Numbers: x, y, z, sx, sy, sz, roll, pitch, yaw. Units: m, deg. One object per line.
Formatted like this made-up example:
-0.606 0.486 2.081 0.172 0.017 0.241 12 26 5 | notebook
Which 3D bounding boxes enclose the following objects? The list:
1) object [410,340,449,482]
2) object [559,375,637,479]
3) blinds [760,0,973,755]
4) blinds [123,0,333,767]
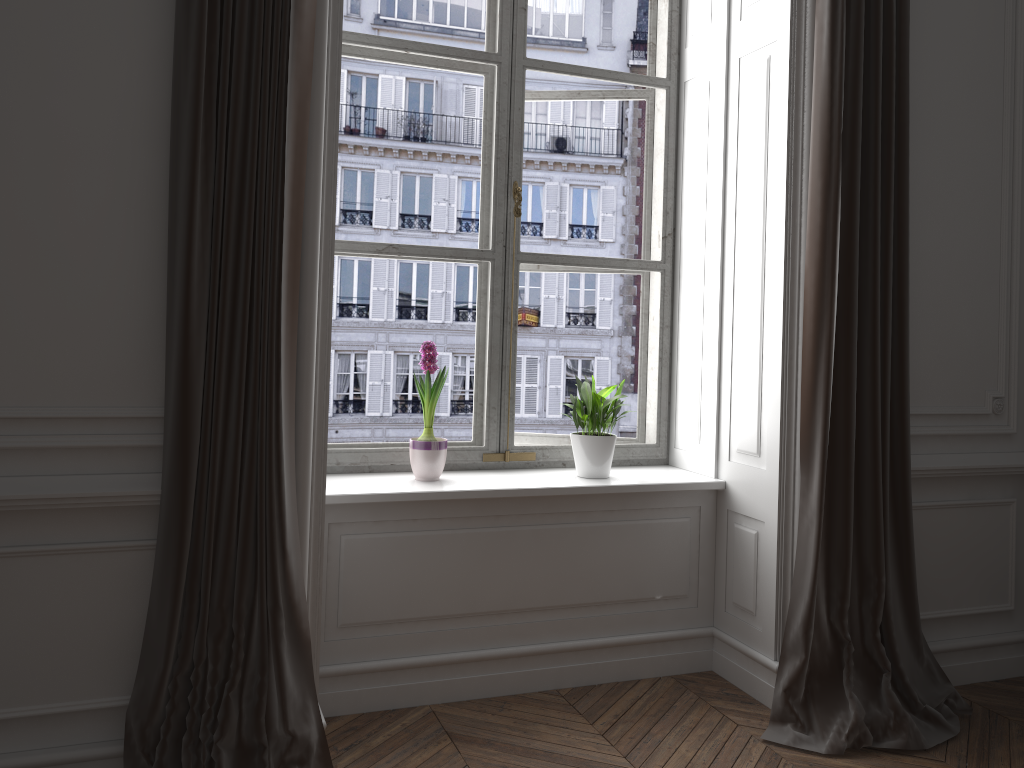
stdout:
-0.282 0.089 3.026 0.129 0.477 0.128 1 -1 30 | object
0.304 0.149 3.202 0.214 0.370 0.284 2 0 -42 | object
1.175 -0.483 2.788 0.776 3.107 0.342 2 -1 -26 | blinds
-0.649 -0.503 2.147 0.580 3.108 0.310 2 -1 -15 | blinds
